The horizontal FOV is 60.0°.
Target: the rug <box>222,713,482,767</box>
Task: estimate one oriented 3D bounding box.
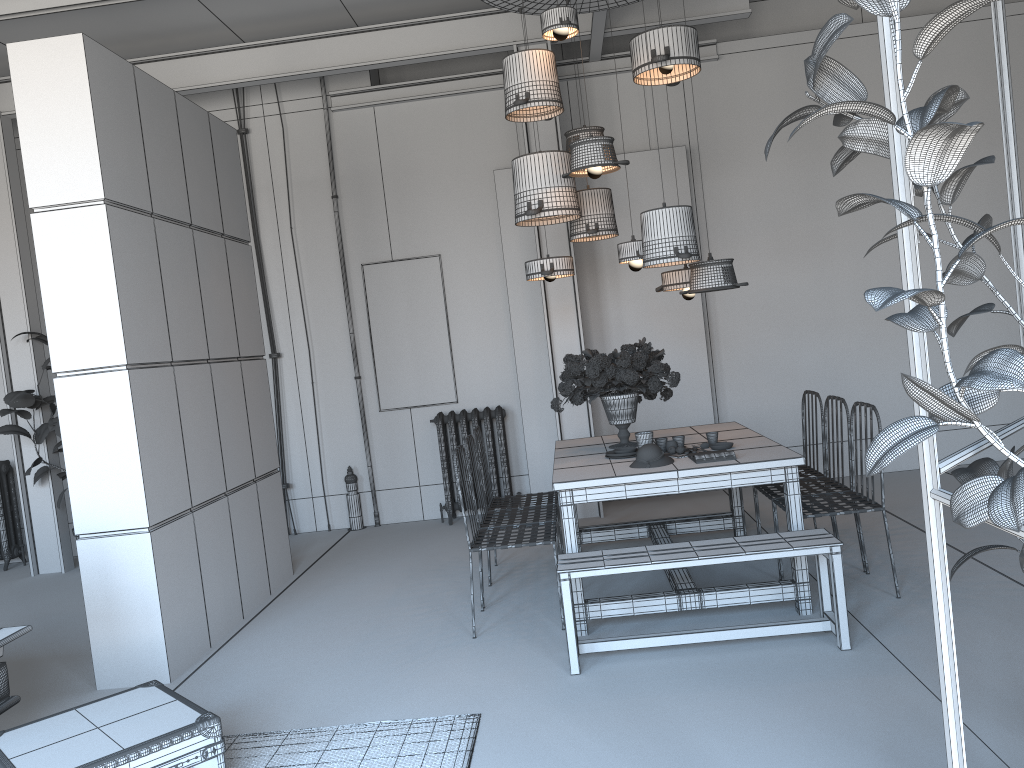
[{"bbox_3d":[-1.435,1.558,2.769,2.524,0.007,1.961,-6,3,4],"label":"rug"}]

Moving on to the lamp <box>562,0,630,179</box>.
[{"bbox_3d":[0.400,-1.804,4.981,0.359,1.306,0.301,-7,3,-3],"label":"lamp"}]

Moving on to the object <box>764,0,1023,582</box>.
[{"bbox_3d":[1.211,0.221,1.554,1.309,2.183,1.253,-6,3,15],"label":"object"}]

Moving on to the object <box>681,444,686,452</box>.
[{"bbox_3d":[0.928,0.351,4.853,0.044,0.050,0.043,-6,3,21],"label":"object"}]

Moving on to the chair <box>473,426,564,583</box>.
[{"bbox_3d":[0.053,0.742,5.813,0.488,0.975,0.474,-6,3,4],"label":"chair"}]

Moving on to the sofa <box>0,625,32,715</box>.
[{"bbox_3d":[-3.131,1.244,3.303,2.347,0.948,0.952,-6,3,4],"label":"sofa"}]

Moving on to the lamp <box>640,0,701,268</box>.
[{"bbox_3d":[0.759,-1.563,4.760,0.312,1.845,0.352,-5,3,29],"label":"lamp"}]

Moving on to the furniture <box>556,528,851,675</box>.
[{"bbox_3d":[0.857,0.989,4.056,1.260,0.478,0.300,-6,3,4],"label":"furniture"}]

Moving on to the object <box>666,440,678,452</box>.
[{"bbox_3d":[0.884,0.346,4.903,0.065,0.064,0.065,-7,3,-11],"label":"object"}]

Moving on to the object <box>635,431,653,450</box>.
[{"bbox_3d":[0.729,0.338,4.850,0.102,0.146,0.102,-8,3,-31],"label":"object"}]

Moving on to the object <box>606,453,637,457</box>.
[{"bbox_3d":[0.638,0.399,5.044,0.211,0.024,0.211,-5,3,23],"label":"object"}]

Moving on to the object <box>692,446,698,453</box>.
[{"bbox_3d":[1.002,0.358,4.855,0.024,0.017,0.249,-6,3,14],"label":"object"}]

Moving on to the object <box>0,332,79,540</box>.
[{"bbox_3d":[-3.682,0.500,7.450,0.868,2.157,1.270,-6,3,4],"label":"object"}]

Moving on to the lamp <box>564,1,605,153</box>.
[{"bbox_3d":[0.421,-1.944,5.644,0.301,1.094,0.359,-6,3,22],"label":"lamp"}]

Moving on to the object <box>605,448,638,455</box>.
[{"bbox_3d":[0.638,0.394,5.044,0.211,0.024,0.211,-9,4,-44],"label":"object"}]

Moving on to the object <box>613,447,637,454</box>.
[{"bbox_3d":[0.648,0.385,5.067,0.135,0.029,0.135,-7,3,-4],"label":"object"}]

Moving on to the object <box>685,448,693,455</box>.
[{"bbox_3d":[0.983,0.362,4.871,0.024,0.015,0.249,-5,3,23],"label":"object"}]

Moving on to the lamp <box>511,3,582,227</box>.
[{"bbox_3d":[0.142,-1.725,5.444,0.470,1.447,0.415,-8,3,-26],"label":"lamp"}]

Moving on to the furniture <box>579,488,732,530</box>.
[{"bbox_3d":[1.028,0.854,6.487,1.260,0.478,0.300,-6,3,4],"label":"furniture"}]

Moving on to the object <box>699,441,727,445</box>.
[{"bbox_3d":[1.156,0.343,5.127,0.174,0.014,0.021,-7,3,-1],"label":"object"}]

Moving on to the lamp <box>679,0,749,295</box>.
[{"bbox_3d":[1.047,-1.531,5.067,0.359,2.004,0.301,-7,3,2],"label":"lamp"}]

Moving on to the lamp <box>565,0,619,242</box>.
[{"bbox_3d":[0.450,-1.722,5.769,0.364,1.553,0.322,-9,4,-41],"label":"lamp"}]

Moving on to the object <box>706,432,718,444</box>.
[{"bbox_3d":[1.144,0.315,5.059,0.071,0.076,0.071,-9,3,-39],"label":"object"}]

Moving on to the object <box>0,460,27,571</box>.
[{"bbox_3d":[-4.827,1.222,8.067,0.733,1.007,0.328,-6,3,4],"label":"object"}]

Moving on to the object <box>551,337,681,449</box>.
[{"bbox_3d":[0.629,0.063,5.440,0.782,0.654,0.697,-6,3,6],"label":"object"}]

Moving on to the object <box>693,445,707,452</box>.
[{"bbox_3d":[1.025,0.351,4.854,0.021,0.026,0.173,-7,3,-12],"label":"object"}]

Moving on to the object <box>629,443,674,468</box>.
[{"bbox_3d":[0.726,0.414,4.633,0.236,0.211,0.260,-6,3,22],"label":"object"}]

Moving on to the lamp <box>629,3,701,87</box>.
[{"bbox_3d":[0.885,-2.180,5.271,0.403,0.687,0.505,-7,3,-18],"label":"lamp"}]

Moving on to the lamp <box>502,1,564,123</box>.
[{"bbox_3d":[0.082,-1.993,5.116,0.392,0.870,0.346,-8,3,-26],"label":"lamp"}]

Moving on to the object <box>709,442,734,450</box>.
[{"bbox_3d":[1.154,0.345,4.882,0.133,0.029,0.133,-9,3,-39],"label":"object"}]

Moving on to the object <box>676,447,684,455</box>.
[{"bbox_3d":[0.911,0.359,4.802,0.044,0.043,0.043,-8,3,-24],"label":"object"}]

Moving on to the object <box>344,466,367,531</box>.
[{"bbox_3d":[-1.415,1.054,7.997,0.173,0.647,0.206,-4,3,39],"label":"object"}]

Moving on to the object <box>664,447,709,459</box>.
[{"bbox_3d":[0.925,0.379,4.906,0.213,0.012,0.335,-8,3,-20],"label":"object"}]

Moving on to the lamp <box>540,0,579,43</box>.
[{"bbox_3d":[0.237,-2.151,4.825,0.253,0.564,0.202,-4,4,42],"label":"lamp"}]

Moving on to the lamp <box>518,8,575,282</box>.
[{"bbox_3d":[0.156,-1.568,5.837,0.323,1.798,0.404,-8,3,-28],"label":"lamp"}]

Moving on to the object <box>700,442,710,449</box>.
[{"bbox_3d":[1.068,0.345,5.011,0.054,0.037,0.121,-7,3,-18],"label":"object"}]

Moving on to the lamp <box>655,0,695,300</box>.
[{"bbox_3d":[1.039,-1.551,5.739,0.404,2.026,0.323,-6,3,7],"label":"lamp"}]

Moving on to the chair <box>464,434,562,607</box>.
[{"bbox_3d":[0.024,0.769,5.318,0.488,0.975,0.474,-6,3,4],"label":"chair"}]

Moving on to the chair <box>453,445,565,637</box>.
[{"bbox_3d":[-0.006,0.796,4.811,0.488,0.975,0.474,-6,3,4],"label":"chair"}]

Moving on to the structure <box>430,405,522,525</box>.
[{"bbox_3d":[-0.314,0.714,7.771,0.733,1.007,0.328,-6,3,4],"label":"structure"}]

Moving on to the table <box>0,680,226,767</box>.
[{"bbox_3d":[-1.441,1.385,3.182,0.706,0.330,0.667,-9,4,-41],"label":"table"}]

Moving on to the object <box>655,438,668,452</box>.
[{"bbox_3d":[0.838,0.343,4.960,0.071,0.076,0.071,-7,3,1],"label":"object"}]

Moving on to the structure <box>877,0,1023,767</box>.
[{"bbox_3d":[1.888,-0.429,0.774,2.452,3.454,2.994,-6,3,4],"label":"structure"}]

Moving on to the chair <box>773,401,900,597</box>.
[{"bbox_3d":[1.679,0.606,4.703,0.488,0.975,0.474,-6,3,4],"label":"chair"}]

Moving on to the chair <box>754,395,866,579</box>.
[{"bbox_3d":[1.709,0.580,5.198,0.488,0.975,0.474,-6,3,4],"label":"chair"}]

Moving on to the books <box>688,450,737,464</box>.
[{"bbox_3d":[1.031,0.367,4.587,0.202,0.041,0.249,-7,3,2],"label":"books"}]

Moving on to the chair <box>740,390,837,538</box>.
[{"bbox_3d":[1.739,0.552,5.706,0.488,0.975,0.474,-6,3,4],"label":"chair"}]

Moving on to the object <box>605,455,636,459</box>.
[{"bbox_3d":[0.646,0.405,5.037,0.236,0.015,0.236,-8,3,-24],"label":"object"}]

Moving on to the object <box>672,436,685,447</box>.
[{"bbox_3d":[0.934,0.332,4.956,0.071,0.076,0.071,-5,3,29],"label":"object"}]

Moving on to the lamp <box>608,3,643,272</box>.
[{"bbox_3d":[0.641,-1.579,5.253,0.253,1.831,0.202,-4,4,42],"label":"lamp"}]

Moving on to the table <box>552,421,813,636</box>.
[{"bbox_3d":[0.911,0.781,5.257,1.239,0.819,1.784,-6,3,4],"label":"table"}]

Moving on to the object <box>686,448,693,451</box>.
[{"bbox_3d":[0.971,0.360,4.863,0.021,0.019,0.174,-7,3,1],"label":"object"}]

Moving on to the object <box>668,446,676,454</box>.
[{"bbox_3d":[0.874,0.362,4.836,0.051,0.045,0.045,-8,3,-19],"label":"object"}]
